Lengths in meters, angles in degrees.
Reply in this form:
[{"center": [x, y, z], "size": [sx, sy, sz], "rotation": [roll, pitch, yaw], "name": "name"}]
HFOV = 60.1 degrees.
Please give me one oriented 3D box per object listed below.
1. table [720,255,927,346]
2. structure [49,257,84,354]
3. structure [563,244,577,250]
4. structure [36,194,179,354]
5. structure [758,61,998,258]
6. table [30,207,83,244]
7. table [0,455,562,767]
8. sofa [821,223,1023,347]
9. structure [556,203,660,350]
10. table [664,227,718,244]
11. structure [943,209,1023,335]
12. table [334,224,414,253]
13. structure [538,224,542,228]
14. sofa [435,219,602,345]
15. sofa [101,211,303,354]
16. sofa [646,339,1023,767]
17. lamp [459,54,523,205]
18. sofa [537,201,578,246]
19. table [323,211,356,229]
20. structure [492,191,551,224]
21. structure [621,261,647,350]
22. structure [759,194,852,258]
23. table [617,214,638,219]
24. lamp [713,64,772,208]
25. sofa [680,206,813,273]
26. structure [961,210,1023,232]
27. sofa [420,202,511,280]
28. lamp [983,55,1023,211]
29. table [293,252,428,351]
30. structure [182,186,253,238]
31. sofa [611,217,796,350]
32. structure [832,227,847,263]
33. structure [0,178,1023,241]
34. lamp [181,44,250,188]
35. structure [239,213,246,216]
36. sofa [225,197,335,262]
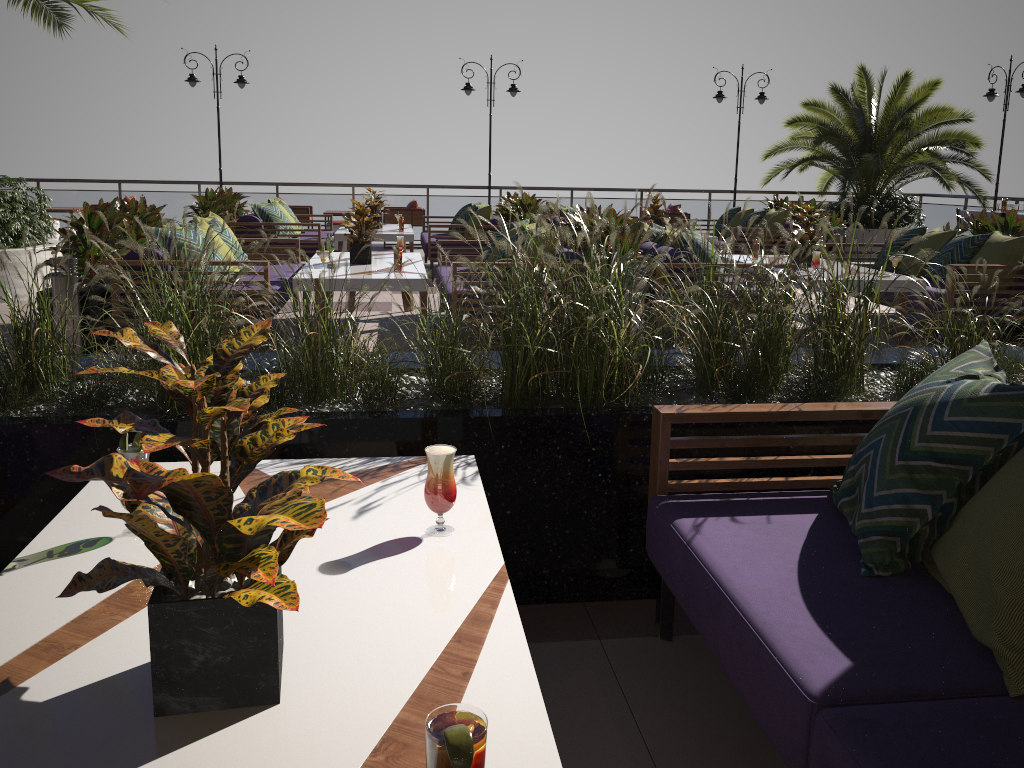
[{"center": [2.573, -0.760, 7.761], "size": [0.941, 0.547, 2.061], "rotation": [-1, 13, -7], "name": "table"}, {"center": [-2.941, -0.484, 5.851], "size": [0.180, 0.693, 0.101], "rotation": [0, 10, -8], "name": "structure"}, {"center": [0.564, -1.091, 8.673], "size": [0.180, 0.693, 0.101], "rotation": [0, 10, -8], "name": "structure"}, {"center": [-3.100, -0.893, 6.974], "size": [0.737, 1.159, 2.278], "rotation": [0, 13, -6], "name": "structure"}, {"center": [6.263, -3.886, 15.312], "size": [3.767, 3.267, 3.829], "rotation": [-9, 16, -39], "name": "structure"}, {"center": [-7.473, -2.599, 14.582], "size": [0.739, 0.583, 0.764], "rotation": [-1, 12, -8], "name": "table"}, {"center": [-0.441, 0.707, 1.380], "size": [0.941, 0.547, 2.061], "rotation": [-1, 13, -7], "name": "table"}, {"center": [3.743, -0.953, 7.887], "size": [1.119, 0.909, 2.151], "rotation": [-1, 13, -8], "name": "sofa"}, {"center": [0.714, -0.940, 7.478], "size": [0.700, 1.160, 2.448], "rotation": [0, 13, -6], "name": "structure"}, {"center": [1.990, -1.812, 12.121], "size": [0.941, 0.547, 2.061], "rotation": [-1, 13, -7], "name": "table"}, {"center": [4.558, -0.991, 7.992], "size": [0.737, 1.159, 2.278], "rotation": [0, 13, -6], "name": "structure"}, {"center": [-1.781, -1.764, 11.619], "size": [0.941, 0.547, 2.061], "rotation": [-1, 13, -7], "name": "table"}, {"center": [0.288, -1.590, 10.740], "size": [0.180, 0.693, 0.101], "rotation": [0, 10, -8], "name": "structure"}, {"center": [-0.040, -0.899, 7.360], "size": [1.119, 0.909, 2.151], "rotation": [-1, 13, -8], "name": "sofa"}, {"center": [-2.334, -0.872, 7.068], "size": [1.119, 0.909, 2.151], "rotation": [-1, 13, -8], "name": "sofa"}, {"center": [1.046, 0.512, 1.540], "size": [1.119, 0.909, 2.151], "rotation": [-1, 13, -8], "name": "sofa"}, {"center": [-0.389, -4.129, 15.730], "size": [1.122, 3.292, 0.267], "rotation": [0, 10, -8], "name": "lamp"}, {"center": [0.865, -1.980, 11.958], "size": [1.119, 0.909, 2.151], "rotation": [-1, 13, -8], "name": "sofa"}, {"center": [-2.832, -2.659, 15.199], "size": [0.739, 0.583, 0.764], "rotation": [-1, 12, -8], "name": "table"}, {"center": [0.102, -2.011, 11.908], "size": [0.714, 1.159, 2.275], "rotation": [-1, 13, -11], "name": "structure"}, {"center": [0.874, -0.532, 6.358], "size": [0.180, 0.693, 0.101], "rotation": [0, 10, -8], "name": "structure"}, {"center": [3.935, -2.055, 12.395], "size": [0.737, 1.159, 2.278], "rotation": [0, 13, -6], "name": "structure"}, {"center": [1.777, -2.718, 15.812], "size": [0.739, 0.583, 0.764], "rotation": [-1, 12, -8], "name": "table"}, {"center": [4.157, -4.187, 16.334], "size": [1.122, 3.292, 0.267], "rotation": [0, 10, -8], "name": "lamp"}, {"center": [3.159, -2.006, 12.251], "size": [1.119, 0.909, 2.151], "rotation": [-1, 13, -8], "name": "sofa"}, {"center": [7.027, -1.720, 10.483], "size": [0.804, 1.313, 4.454], "rotation": [0, 13, -8], "name": "structure"}, {"center": [-0.625, -1.954, 11.731], "size": [1.119, 0.909, 2.151], "rotation": [-1, 13, -8], "name": "sofa"}, {"center": [8.048, -3.699, 14.596], "size": [0.264, 3.292, 1.134], "rotation": [0, 11, -8], "name": "lamp"}, {"center": [-1.198, -0.712, 7.259], "size": [0.941, 0.547, 2.061], "rotation": [-1, 13, -7], "name": "table"}, {"center": [-3.724, -1.957, 11.377], "size": [0.737, 1.159, 2.278], "rotation": [0, 13, -6], "name": "structure"}, {"center": [1.450, -0.925, 7.587], "size": [1.119, 0.909, 2.151], "rotation": [-1, 13, -8], "name": "sofa"}, {"center": [4.147, -1.640, 11.253], "size": [0.180, 0.693, 0.101], "rotation": [0, 10, -8], "name": "structure"}, {"center": [0.121, -1.538, 9.741], "size": [17.492, 1.047, 13.074], "rotation": [-1, 14, -8], "name": "structure"}, {"center": [-4.994, -4.070, 15.118], "size": [1.122, 3.292, 0.267], "rotation": [0, 10, -8], "name": "lamp"}, {"center": [-3.838, -2.102, 12.554], "size": [0.180, 0.693, 0.101], "rotation": [0, 10, -8], "name": "structure"}, {"center": [-2.918, -1.926, 11.431], "size": [1.119, 0.909, 2.151], "rotation": [-1, 13, -8], "name": "sofa"}]
